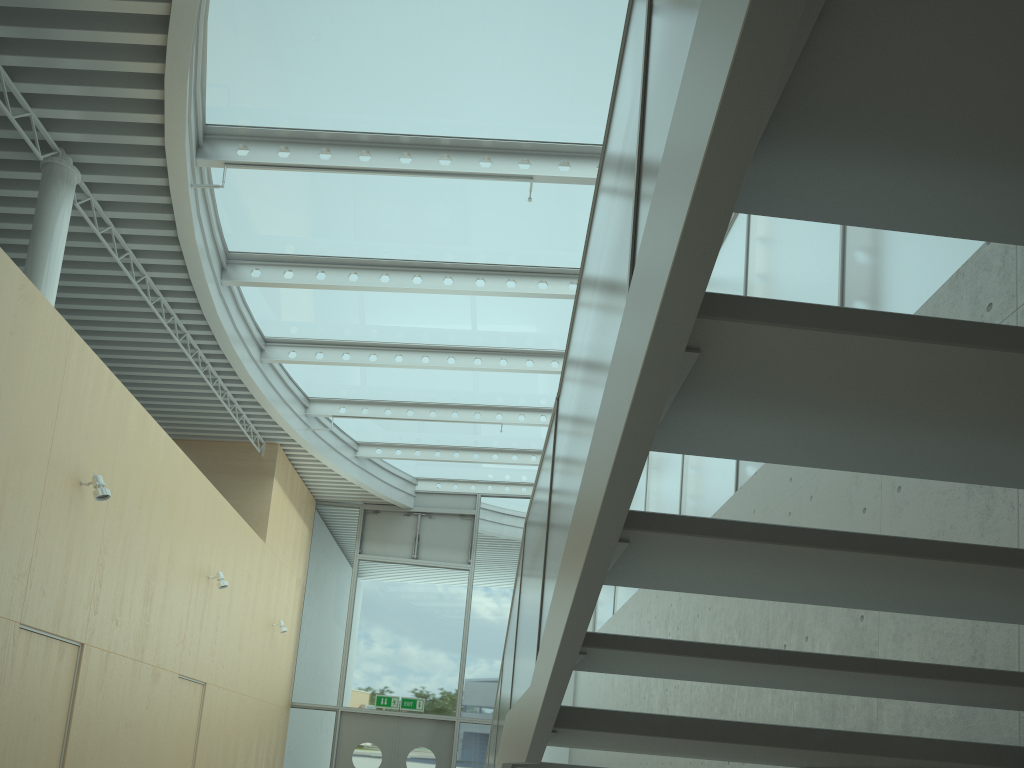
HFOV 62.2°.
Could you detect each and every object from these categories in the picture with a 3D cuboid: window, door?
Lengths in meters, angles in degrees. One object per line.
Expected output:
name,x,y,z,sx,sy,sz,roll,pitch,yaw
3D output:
window,-1.246,4.714,14.417,4.864,5.968,0.115,6,-9,-3
window,-0.714,2.036,8.929,4.789,5.897,17.007,5,-23,-1
window,1.580,0.804,9.262,0.030,2.584,16.819,5,-24,-1
door,-1.990,6.548,14.074,1.924,2.001,0.184,6,-9,-2

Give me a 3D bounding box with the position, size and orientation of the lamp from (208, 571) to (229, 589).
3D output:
lamp,-3.195,2.127,9.235,0.236,0.186,0.147,12,-17,-21

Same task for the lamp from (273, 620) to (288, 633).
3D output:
lamp,-3.372,3.522,12.343,0.236,0.186,0.147,12,-17,-21

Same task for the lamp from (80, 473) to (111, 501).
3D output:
lamp,-3.018,0.742,6.148,0.236,0.186,0.147,12,-17,-21

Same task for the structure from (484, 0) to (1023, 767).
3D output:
structure,0.874,0.948,2.979,1.888,3.961,13.552,5,-23,-1
